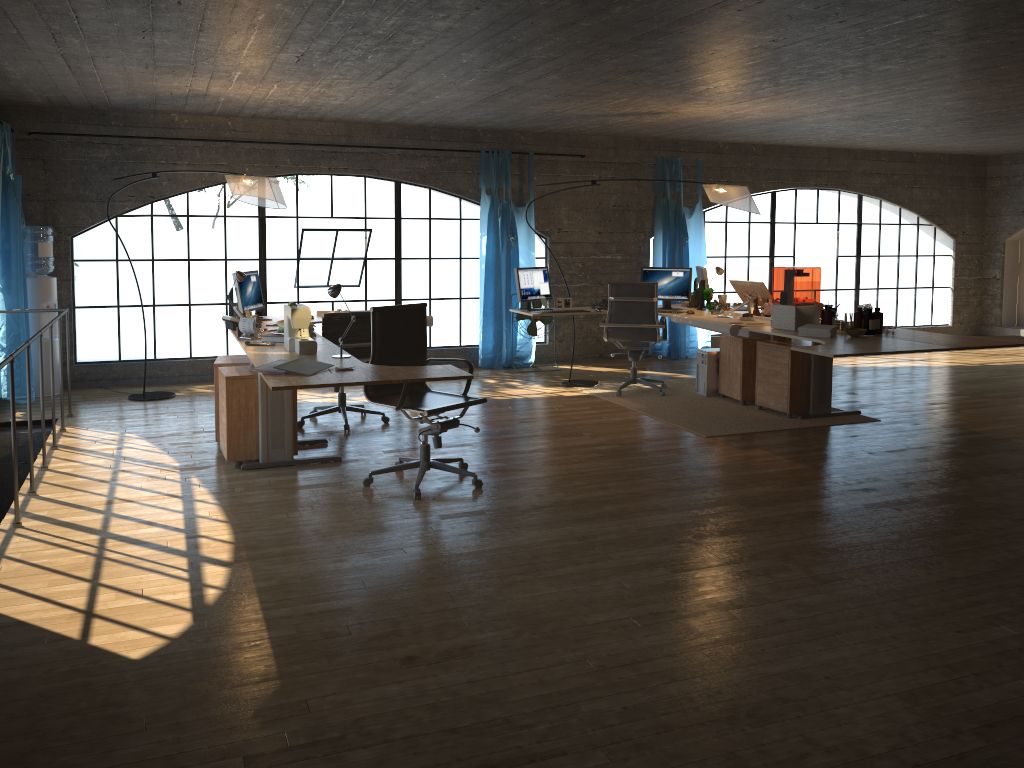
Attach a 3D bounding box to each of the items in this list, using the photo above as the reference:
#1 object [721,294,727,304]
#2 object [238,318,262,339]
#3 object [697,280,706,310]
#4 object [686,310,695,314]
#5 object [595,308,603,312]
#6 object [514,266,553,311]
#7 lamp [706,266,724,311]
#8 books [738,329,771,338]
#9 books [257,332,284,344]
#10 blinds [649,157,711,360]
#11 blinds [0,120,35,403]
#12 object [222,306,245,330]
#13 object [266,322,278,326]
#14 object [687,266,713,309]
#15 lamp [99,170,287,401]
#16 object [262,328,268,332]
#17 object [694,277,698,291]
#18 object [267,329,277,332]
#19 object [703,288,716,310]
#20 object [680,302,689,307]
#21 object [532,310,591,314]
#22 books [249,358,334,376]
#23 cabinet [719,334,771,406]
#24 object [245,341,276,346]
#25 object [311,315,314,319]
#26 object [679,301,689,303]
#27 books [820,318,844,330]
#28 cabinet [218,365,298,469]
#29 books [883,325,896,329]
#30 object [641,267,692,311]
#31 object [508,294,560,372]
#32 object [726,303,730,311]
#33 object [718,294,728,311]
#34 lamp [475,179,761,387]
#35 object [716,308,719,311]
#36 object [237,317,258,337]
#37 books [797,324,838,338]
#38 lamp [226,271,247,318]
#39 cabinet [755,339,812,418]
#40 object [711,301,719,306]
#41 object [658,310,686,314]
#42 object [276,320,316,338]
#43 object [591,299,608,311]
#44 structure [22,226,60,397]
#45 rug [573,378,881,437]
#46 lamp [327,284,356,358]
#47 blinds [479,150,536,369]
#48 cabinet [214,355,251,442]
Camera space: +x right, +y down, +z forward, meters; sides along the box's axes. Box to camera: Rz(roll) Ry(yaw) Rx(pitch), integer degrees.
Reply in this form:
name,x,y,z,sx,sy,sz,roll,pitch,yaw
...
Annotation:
name,x,y,z,sx,sy,sz,roll,pitch,yaw
object,2.090,-0.832,8.734,0.083,0.099,0.109,-1,7,-11
object,-1.718,-0.365,5.773,0.154,0.134,0.100,2,6,13
object,1.751,-0.824,8.152,0.085,0.275,0.085,2,5,24
object,1.556,-0.626,7.712,0.059,0.034,0.101,8,12,42
object,0.779,-0.667,7.922,0.059,0.034,0.102,-1,9,-11
object,0.196,-0.869,8.039,0.287,0.387,0.473,5,9,38
lamp,1.839,-0.863,8.000,0.105,0.406,0.209,-1,5,-10
books,2.088,-0.466,7.544,0.310,0.109,0.222,-3,9,-20
books,-1.484,-0.295,5.608,0.291,0.053,0.263,4,10,19
blinds,1.974,-1.376,10.130,0.858,2.400,0.262,-1,4,-13
blinds,-4.080,-0.981,7.226,0.262,2.266,0.953,-2,5,-25
object,-1.961,-0.478,6.336,0.191,0.163,0.170,-5,9,-36
object,-1.718,-0.475,6.781,0.187,0.011,0.496,1,10,3
object,1.817,-0.920,8.391,0.286,0.387,0.475,1,8,3
lamp,-4.359,-0.989,8.379,6.259,1.918,0.388,6,7,33
object,-1.774,-0.382,6.196,0.097,0.024,0.108,-1,10,-8
object,1.801,-0.912,8.670,0.085,0.275,0.085,-2,5,-22
object,-1.676,-0.379,6.226,0.012,0.009,0.126,5,11,30
object,1.805,-0.788,8.115,0.115,0.218,0.248,3,8,28
object,1.739,-0.771,8.552,0.204,0.036,0.206,-4,10,-23
object,0.441,-0.645,7.847,0.491,0.011,0.189,-4,10,-22
books,-1.106,-0.090,4.446,0.318,0.044,0.310,3,10,13
cabinet,2.084,-0.133,7.586,0.473,0.567,0.429,-1,6,-14
object,-1.549,-0.252,5.435,0.181,0.025,0.076,2,9,8
object,-1.643,-0.543,7.117,0.101,0.034,0.059,2,9,13
object,1.718,-0.804,8.542,0.144,0.032,0.153,-3,10,-17
books,2.383,-0.452,6.612,0.178,0.069,0.232,-2,9,-14
cabinet,-1.604,0.192,5.565,0.427,0.567,0.429,-2,7,-24
books,2.642,-0.437,6.603,0.307,0.044,0.321,-3,10,-17
object,1.427,-0.888,8.194,0.470,0.387,0.288,3,7,18
object,0.199,-0.571,9.414,0.490,0.796,0.586,-1,6,-17
object,1.959,-0.697,8.003,0.035,0.078,0.099,3,8,25
object,1.891,-0.729,7.948,0.084,0.158,0.083,-3,6,-33
lamp,-0.700,-1.064,8.936,6.249,1.919,0.388,5,6,24
object,1.900,-0.686,8.087,0.132,0.026,0.133,-3,10,-21
object,-1.762,-0.380,5.873,0.134,0.128,0.039,-3,6,-26
books,2.127,-0.372,6.142,0.222,0.057,0.312,5,11,28
lamp,-2.041,-0.629,6.505,0.105,0.406,0.208,4,6,36
cabinet,2.255,-0.049,7.098,0.427,0.567,0.430,-2,7,-24
object,2.000,-0.792,8.627,0.135,0.056,0.156,-1,9,-6
object,1.300,-0.657,7.945,0.492,0.011,0.188,7,12,33
object,-1.435,-0.378,5.870,0.255,0.129,0.255,-3,9,-19
object,0.862,-0.736,8.190,0.279,0.080,0.416,2,10,10
structure,-4.138,-0.639,7.703,0.327,1.464,0.329,0,5,-1
rug,1.705,0.153,7.552,1.602,0.005,2.223,-4,10,-21
lamp,-0.946,-0.352,4.919,0.105,0.406,0.208,-3,6,-35
blinds,-0.039,-1.314,9.347,0.668,2.279,0.259,-2,5,-27
cabinet,-1.775,0.107,6.054,0.472,0.567,0.429,-1,6,-14
